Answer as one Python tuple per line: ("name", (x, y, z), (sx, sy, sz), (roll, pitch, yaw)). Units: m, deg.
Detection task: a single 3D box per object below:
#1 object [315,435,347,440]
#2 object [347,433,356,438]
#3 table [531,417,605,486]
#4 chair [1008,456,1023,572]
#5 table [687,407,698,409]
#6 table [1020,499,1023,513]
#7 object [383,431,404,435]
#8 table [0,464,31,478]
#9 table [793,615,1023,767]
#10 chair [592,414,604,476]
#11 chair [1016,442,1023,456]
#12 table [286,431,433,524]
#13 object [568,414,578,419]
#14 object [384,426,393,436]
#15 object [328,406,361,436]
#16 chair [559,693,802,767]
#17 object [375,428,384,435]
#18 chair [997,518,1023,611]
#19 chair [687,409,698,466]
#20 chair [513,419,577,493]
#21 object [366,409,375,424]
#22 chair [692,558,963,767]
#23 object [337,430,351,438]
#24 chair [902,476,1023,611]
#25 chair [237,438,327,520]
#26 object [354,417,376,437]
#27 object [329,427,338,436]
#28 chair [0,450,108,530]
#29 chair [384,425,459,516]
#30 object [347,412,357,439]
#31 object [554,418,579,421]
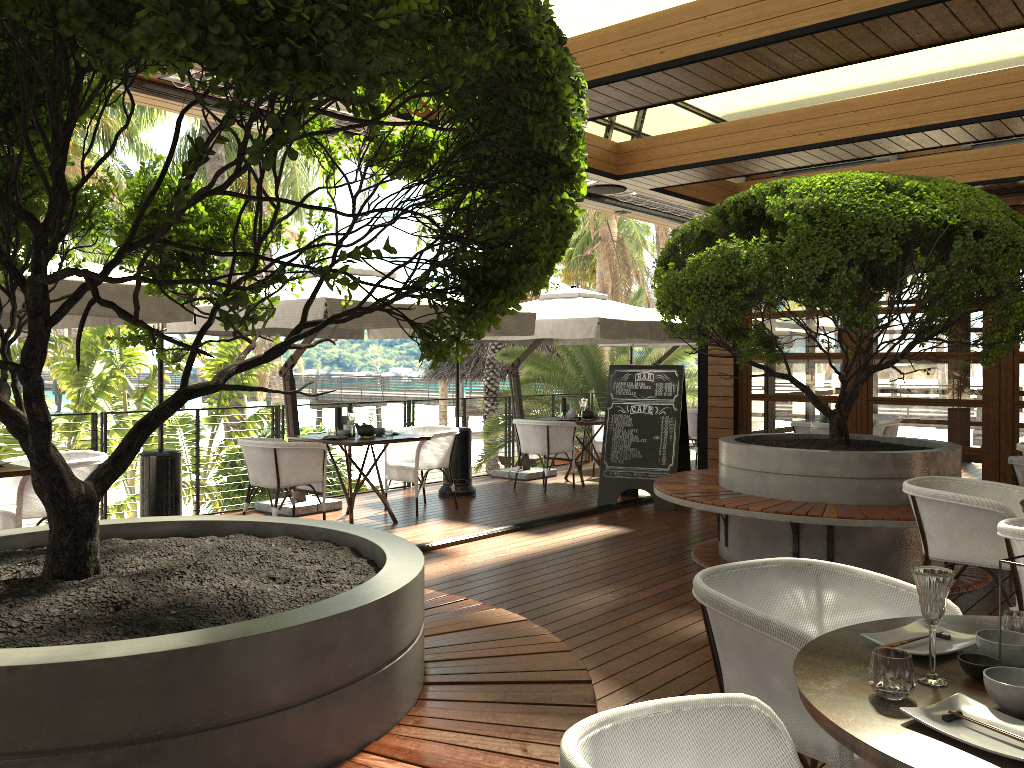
("object", (-1.543, 0.462, 7.641), (0.294, 0.025, 0.170), (1, 2, 40))
("object", (-1.402, 0.452, 7.729), (0.080, 0.042, 0.080), (0, 1, 2))
("table", (0.829, 0.789, 10.541), (0.931, 0.749, 0.931), (1, 1, 40))
("chair", (3.653, 0.881, 5.838), (0.617, 0.788, 0.627), (0, 1, -19))
("table", (3.023, 0.737, 13.121), (0.931, 0.749, 0.931), (1, 1, 40))
("table", (2.895, 0.941, 3.886), (1.166, 0.749, 1.166), (0, 1, 9))
("object", (-1.145, 0.450, 8.215), (0.294, 0.025, 0.170), (1, 2, 40))
("table", (-3.557, 0.895, 5.381), (0.931, 0.749, 0.931), (1, 1, 40))
("table", (1.153, 0.985, 1.713), (1.166, 0.749, 1.166), (0, 1, 20))
("chair", (1.372, 0.759, 11.134), (0.627, 0.788, 0.617), (1, 1, 41))
("chair", (4.279, 0.860, 6.838), (0.627, 0.788, 0.617), (0, 1, -19))
("table", (-1.364, 0.842, 7.961), (0.931, 0.749, 0.931), (1, 1, 40))
("object", (0.711, 0.386, 10.367), (0.116, 0.065, 0.116), (1, 1, 44))
("object", (-1.115, 0.424, 8.005), (0.086, 0.086, 0.086), (-1, 1, -45))
("object", (-1.521, 0.334, 8.061), (0.263, 0.264, 0.263), (0, 1, -5))
("chair", (0.410, 0.972, 1.395), (0.617, 0.788, 0.627), (0, 1, -29))
("object", (-1.210, 0.433, 8.064), (0.116, 0.065, 0.116), (1, 1, 39))
("chair", (2.228, 0.932, 3.403), (0.617, 0.788, 0.627), (0, 1, -44))
("chair", (2.521, 0.731, 12.523), (0.627, 0.788, 0.617), (1, 1, 41))
("chair", (0.347, 0.783, 9.966), (0.627, 0.788, 0.617), (1, 1, 41))
("object", (-1.308, 0.346, 8.203), (0.082, 0.227, 0.082), (0, 0, 41))
("chair", (0.853, 0.949, 2.489), (0.627, 0.788, 0.617), (0, 1, -29))
("object", (-1.478, 0.439, 7.792), (0.116, 0.065, 0.116), (1, 1, 39))
("chair", (2.373, 0.906, 4.574), (0.627, 0.788, 0.617), (0, 1, -44))
("chair", (-1.912, 0.837, 7.308), (0.627, 0.788, 0.617), (1, 1, 41))
("object", (-1.293, 0.380, 7.865), (0.163, 0.179, 0.168), (1, 1, 42))
("object", (-1.575, 0.427, 7.847), (0.086, 0.086, 0.086), (-1, 1, -45))
("chair", (-3.062, 0.866, 5.917), (0.627, 0.788, 0.617), (1, 1, 41))
("chair", (-0.849, 0.812, 8.520), (0.627, 0.788, 0.617), (1, 1, 41))
("object", (-1.379, 0.358, 7.651), (0.082, 0.227, 0.082), (0, 0, 29))
("object", (0.646, 0.410, 10.216), (0.294, 0.025, 0.170), (1, 2, 40))
